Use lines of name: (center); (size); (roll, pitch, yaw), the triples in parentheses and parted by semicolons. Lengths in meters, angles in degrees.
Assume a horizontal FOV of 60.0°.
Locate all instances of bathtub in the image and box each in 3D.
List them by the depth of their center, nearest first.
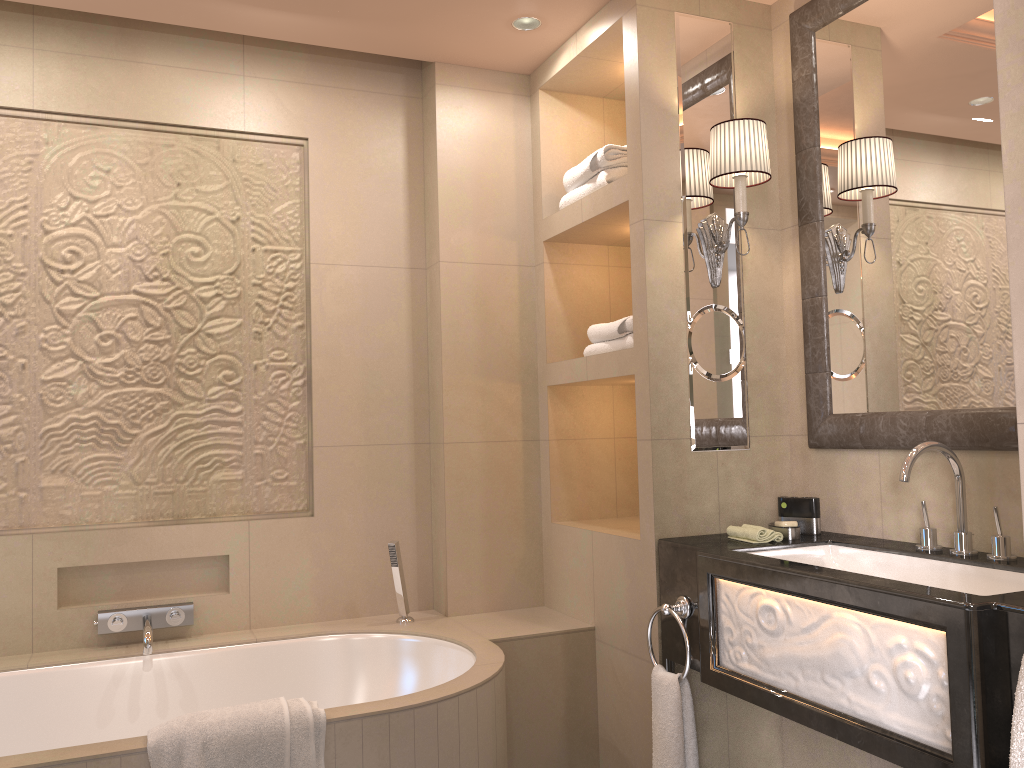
bathtub: (-0.950, 1.056, 2.323); (2.662, 0.540, 1.060); (0, -3, -23)

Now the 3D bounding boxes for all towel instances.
towel: (0.560, 0.560, 0.798); (0.154, 0.629, 0.313); (-2, -3, 10)
towel: (-0.609, 0.948, 1.973); (0.374, 0.463, 0.453); (0, -3, -21)
towel: (0.419, 0.985, 2.346); (0.116, 0.455, 0.173); (1, -4, -42)
towel: (-0.977, -0.442, 2.410); (3.195, 0.726, 0.517); (0, -3, -23)
towel: (0.668, 0.411, 2.450); (0.096, 0.039, 0.149); (-1, -3, -17)

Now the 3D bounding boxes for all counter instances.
counter: (0.888, 0.829, 1.982); (0.543, 0.858, 1.330); (0, -3, -23)

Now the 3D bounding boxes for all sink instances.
sink: (0.856, 0.480, 1.990); (0.349, 0.135, 0.760); (0, -3, -23)

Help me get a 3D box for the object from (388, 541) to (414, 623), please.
object: (-0.376, 0.666, 2.991); (0.059, 0.280, 0.114); (-3, -3, 22)

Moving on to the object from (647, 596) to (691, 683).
object: (0.435, 0.685, 2.376); (0.074, 0.226, 0.203); (0, -3, -23)

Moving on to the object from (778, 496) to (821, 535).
object: (0.830, 0.380, 2.564); (0.124, 0.104, 0.038); (-4, -4, 41)

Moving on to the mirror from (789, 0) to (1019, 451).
mirror: (1.085, -0.500, 2.147); (0.040, 1.320, 1.130); (0, -3, -23)

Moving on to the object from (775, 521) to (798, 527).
object: (0.764, 0.390, 2.471); (0.051, 0.022, 0.077); (-1, -3, -3)

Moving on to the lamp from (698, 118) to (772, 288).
lamp: (0.647, -0.516, 2.565); (0.174, 0.444, 0.223); (0, -3, -23)

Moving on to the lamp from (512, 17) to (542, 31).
lamp: (0.047, -1.208, 2.894); (0.097, 0.069, 0.097); (-4, -4, 43)

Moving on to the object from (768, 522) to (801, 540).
object: (0.765, 0.412, 2.489); (0.080, 0.035, 0.133); (-1, -3, -5)

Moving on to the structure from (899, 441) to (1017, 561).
structure: (1.024, 0.268, 2.097); (0.242, 0.268, 0.223); (-2, -3, 12)

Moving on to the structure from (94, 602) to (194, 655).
structure: (-1.120, 0.750, 2.708); (0.290, 0.097, 0.259); (0, -3, -23)
